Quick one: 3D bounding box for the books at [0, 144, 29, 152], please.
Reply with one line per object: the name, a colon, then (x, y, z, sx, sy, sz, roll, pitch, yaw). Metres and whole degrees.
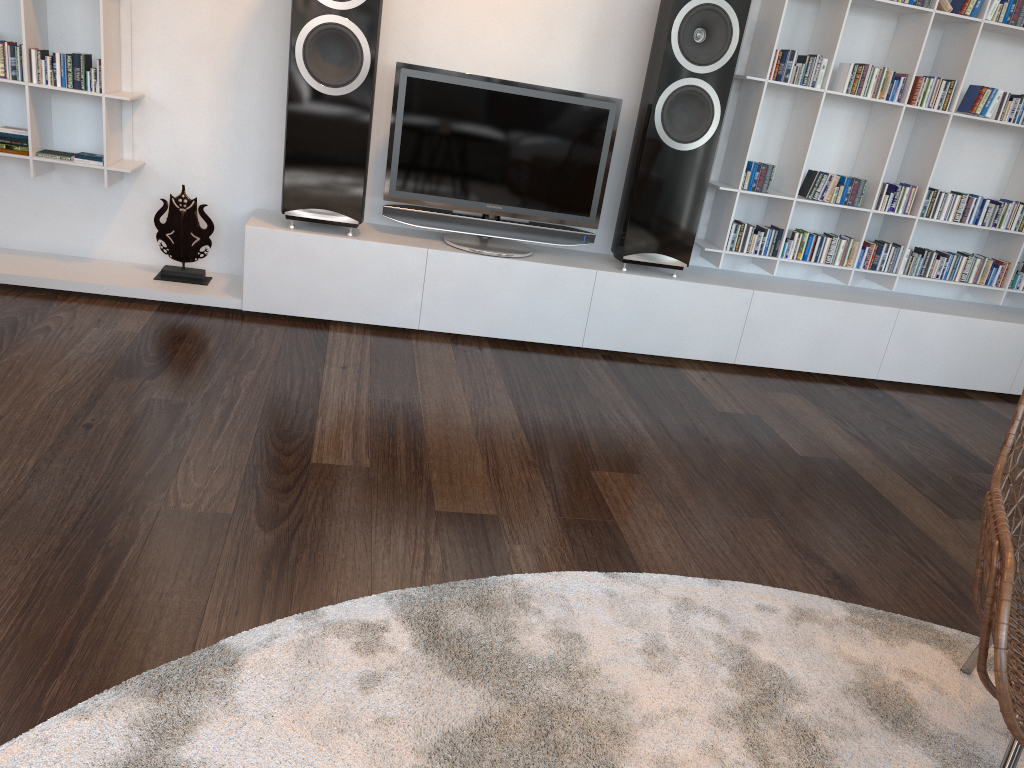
books: (-1.696, -0.814, 3.033, 0.092, 0.014, 0.068, 6, 20, -11)

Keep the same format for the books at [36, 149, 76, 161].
books: (-1.588, -0.802, 3.094, 0.111, 0.013, 0.090, 6, 20, -11)

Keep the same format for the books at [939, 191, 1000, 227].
books: (1.866, -0.728, 3.652, 0.234, 0.115, 0.111, 5, 22, -11)

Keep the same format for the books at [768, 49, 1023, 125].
books: (1.888, -1.105, 3.485, 1.926, 0.117, 0.111, 6, 22, -11)

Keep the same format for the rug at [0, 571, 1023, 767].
rug: (0.514, 0.920, 0.692, 2.832, 0.012, 2.771, -2, 23, -30)

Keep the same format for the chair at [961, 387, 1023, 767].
chair: (1.119, 0.363, 1.417, 0.713, 0.728, 0.673, 17, 23, 19)

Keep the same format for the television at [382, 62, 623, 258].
television: (-0.042, -0.810, 3.301, 0.787, 0.616, 0.337, 12, 22, 6)

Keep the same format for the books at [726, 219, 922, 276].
books: (1.933, -1.307, 3.401, 1.955, 1.868, 0.111, 5, 23, -11)

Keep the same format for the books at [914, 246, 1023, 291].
books: (2.257, -0.577, 3.780, 1.134, 0.358, 0.111, 6, 23, -11)

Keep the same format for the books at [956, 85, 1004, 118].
books: (1.840, -1.109, 3.472, 0.118, 0.111, 0.087, 5, 22, -11)

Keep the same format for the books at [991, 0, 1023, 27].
books: (1.869, -1.412, 3.342, 0.132, 0.107, 0.096, 5, 22, -13)

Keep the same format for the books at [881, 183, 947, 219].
books: (1.618, -0.752, 3.601, 0.268, 0.115, 0.097, 5, 22, -12)

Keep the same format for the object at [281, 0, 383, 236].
object: (-0.626, -1.053, 3.088, 0.295, 1.029, 0.273, 5, 23, -11)

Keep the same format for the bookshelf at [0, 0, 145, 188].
bookshelf: (-1.506, -1.716, 2.733, 0.640, 2.129, 0.221, 5, 23, -11)

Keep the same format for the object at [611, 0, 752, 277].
object: (0.598, -0.933, 3.333, 0.295, 1.029, 0.273, 5, 23, -11)

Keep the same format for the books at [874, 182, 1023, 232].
books: (1.837, -0.730, 3.646, 0.765, 0.115, 0.111, 6, 22, -11)

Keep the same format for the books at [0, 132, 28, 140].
books: (-1.690, -0.849, 3.019, 0.092, 0.014, 0.068, 6, 20, -11)

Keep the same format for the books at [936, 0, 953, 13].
books: (1.393, -1.459, 3.245, 0.504, 0.108, 0.087, 6, 22, -11)

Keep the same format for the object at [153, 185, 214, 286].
object: (-1.211, -0.559, 3.264, 0.213, 0.359, 0.118, 5, 23, -11)

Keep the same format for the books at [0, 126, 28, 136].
books: (-1.688, -0.863, 3.015, 0.092, 0.014, 0.068, 6, 20, -11)

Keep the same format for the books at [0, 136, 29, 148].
books: (-1.700, -0.831, 3.023, 0.107, 0.023, 0.067, 6, 20, -11)

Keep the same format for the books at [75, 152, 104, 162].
books: (-1.466, -0.793, 3.089, 0.093, 0.014, 0.068, 7, 20, -6)

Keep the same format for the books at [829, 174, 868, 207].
books: (1.335, -0.777, 3.544, 0.132, 0.107, 0.096, 5, 22, -13)

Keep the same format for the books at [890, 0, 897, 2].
books: (1.371, -1.464, 3.239, 0.118, 0.111, 0.087, 5, 22, -11)

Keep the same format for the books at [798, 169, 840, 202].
books: (1.222, -0.788, 3.520, 0.118, 0.111, 0.087, 5, 22, -11)

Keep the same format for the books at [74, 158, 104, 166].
books: (-1.472, -0.782, 3.097, 0.092, 0.014, 0.068, 6, 20, -11)

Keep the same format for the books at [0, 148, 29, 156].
books: (-1.706, -0.802, 3.041, 0.107, 0.017, 0.067, 6, 20, -11)

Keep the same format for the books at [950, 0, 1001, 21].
books: (1.736, -1.426, 3.314, 0.158, 0.113, 0.087, 5, 22, -11)

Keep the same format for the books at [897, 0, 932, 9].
books: (1.483, -1.449, 3.265, 0.132, 0.107, 0.096, 5, 22, -13)

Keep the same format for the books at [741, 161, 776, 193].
books: (0.947, -0.815, 3.466, 0.132, 0.107, 0.096, 5, 22, -13)

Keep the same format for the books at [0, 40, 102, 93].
books: (-1.575, -1.259, 2.884, 0.470, 0.524, 0.119, 5, 23, -11)

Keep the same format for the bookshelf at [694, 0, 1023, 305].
bookshelf: (1.916, -1.378, 3.420, 2.087, 2.129, 0.221, 5, 23, -11)
